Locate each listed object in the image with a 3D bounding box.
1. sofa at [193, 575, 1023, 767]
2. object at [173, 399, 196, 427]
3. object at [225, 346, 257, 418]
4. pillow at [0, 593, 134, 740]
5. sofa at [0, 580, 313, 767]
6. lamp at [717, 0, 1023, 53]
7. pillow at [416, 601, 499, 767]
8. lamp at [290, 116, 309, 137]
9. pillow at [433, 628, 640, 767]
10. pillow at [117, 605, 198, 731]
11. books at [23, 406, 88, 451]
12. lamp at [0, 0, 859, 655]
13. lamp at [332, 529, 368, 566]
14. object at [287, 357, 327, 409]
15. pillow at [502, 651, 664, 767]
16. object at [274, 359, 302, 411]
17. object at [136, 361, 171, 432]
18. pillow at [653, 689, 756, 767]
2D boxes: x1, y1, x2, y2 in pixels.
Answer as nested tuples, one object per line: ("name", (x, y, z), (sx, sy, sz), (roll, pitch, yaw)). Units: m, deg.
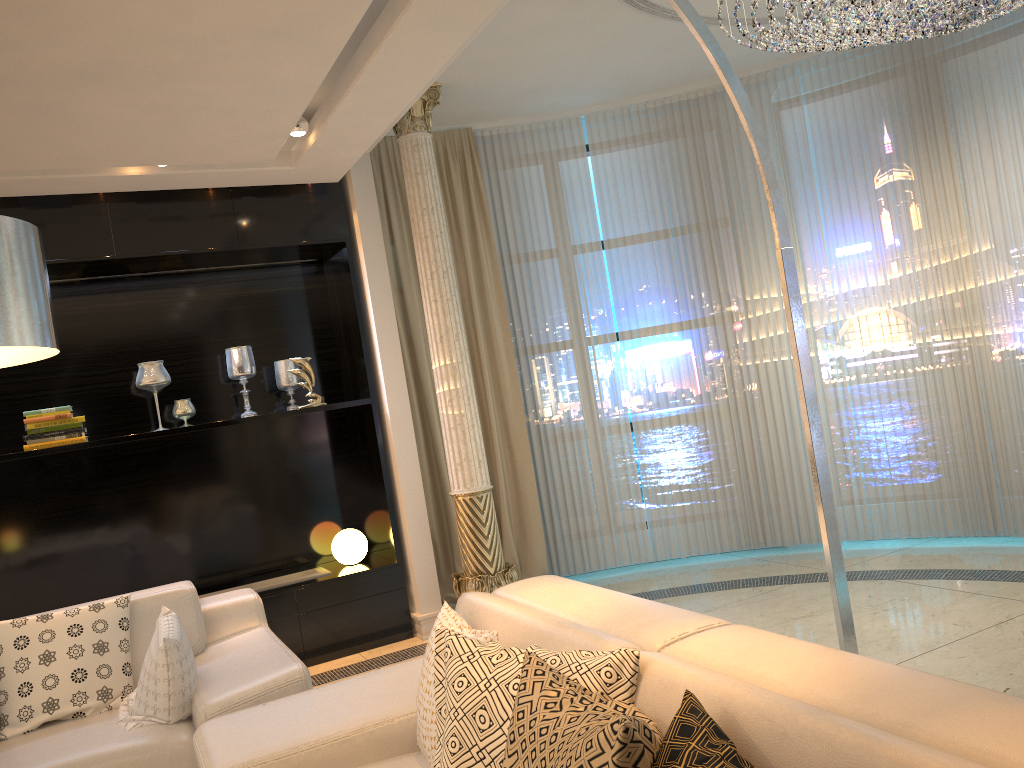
("sofa", (0.074, 0.967, 1.782), (1.145, 0.754, 2.328), (-9, 0, -26))
("object", (-1.815, 0.164, 4.913), (0.119, 0.154, 0.119), (-9, 0, -16))
("object", (-1.562, -0.001, 5.170), (0.156, 0.426, 0.156), (-9, 0, -20))
("pillow", (-1.638, 1.024, 3.238), (0.526, 0.399, 0.255), (-9, 0, -26))
("sofa", (-1.918, 1.291, 2.986), (2.328, 0.754, 1.145), (-9, 0, -26))
("lamp", (1.722, -1.755, 3.468), (2.109, 0.685, 2.109), (-9, 0, 19))
("pillow", (-0.136, 0.797, 2.288), (0.222, 0.380, 0.463), (-9, 0, -21))
("lamp", (-1.012, -1.229, 4.162), (0.107, 0.127, 0.107), (-9, 0, -44))
("pillow", (0.059, 0.763, 1.942), (0.587, 0.429, 0.288), (-9, 0, 39))
("pillow", (-1.267, 0.992, 3.134), (0.281, 0.325, 0.521), (-9, 0, -16))
("books", (-2.368, 0.227, 4.597), (0.296, 0.197, 0.260), (-9, 0, -23))
("lamp", (-0.165, 0.111, 1.735), (2.009, 2.519, 0.393), (-9, 0, -26))
("lamp", (-0.966, 0.969, 5.280), (0.212, 0.214, 0.213), (-9, 0, 25))
("object", (-1.178, -0.009, 5.072), (0.182, 0.293, 0.116), (-9, 0, -29))
("pillow", (0.129, 0.745, 1.623), (0.301, 0.436, 0.575), (-9, 0, -20))
("object", (-1.321, 0.016, 5.276), (0.147, 0.317, 0.147), (-9, 0, -24))
("object", (-1.954, 0.071, 4.867), (0.181, 0.381, 0.181), (-9, 0, -31))
("pillow", (0.279, 0.720, 1.249), (0.301, 0.436, 0.575), (-9, 0, 5))
